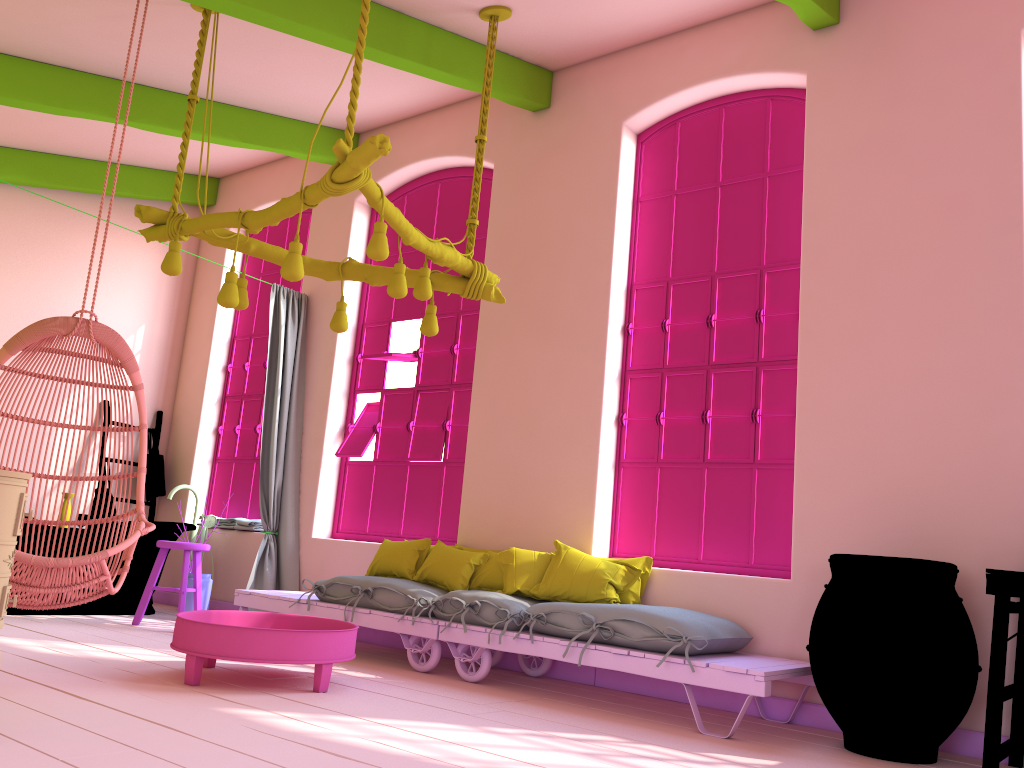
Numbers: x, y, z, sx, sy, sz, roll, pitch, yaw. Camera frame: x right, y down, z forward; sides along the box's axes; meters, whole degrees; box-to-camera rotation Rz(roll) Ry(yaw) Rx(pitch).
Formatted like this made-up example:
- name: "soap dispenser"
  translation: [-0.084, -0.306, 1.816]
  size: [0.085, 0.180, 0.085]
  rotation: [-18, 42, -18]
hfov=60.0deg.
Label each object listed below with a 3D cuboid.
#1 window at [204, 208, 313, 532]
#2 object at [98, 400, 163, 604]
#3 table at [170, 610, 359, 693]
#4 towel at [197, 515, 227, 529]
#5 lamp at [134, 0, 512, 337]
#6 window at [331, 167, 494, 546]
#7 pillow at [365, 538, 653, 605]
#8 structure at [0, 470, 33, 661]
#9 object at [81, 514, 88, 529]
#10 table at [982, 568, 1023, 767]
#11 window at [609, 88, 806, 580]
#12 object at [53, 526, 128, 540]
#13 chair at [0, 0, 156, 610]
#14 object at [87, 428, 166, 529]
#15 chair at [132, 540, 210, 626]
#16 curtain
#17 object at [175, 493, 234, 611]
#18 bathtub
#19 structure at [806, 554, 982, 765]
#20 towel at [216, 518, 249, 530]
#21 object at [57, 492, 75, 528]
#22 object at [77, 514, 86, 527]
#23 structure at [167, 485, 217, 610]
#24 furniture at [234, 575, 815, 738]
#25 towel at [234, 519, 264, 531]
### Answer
- name: "window"
  translation: [-2.233, -0.180, 8.094]
  size: [1.275, 3.041, 0.072]
  rotation: [-3, -13, 38]
- name: "object"
  translation: [-3.429, 1.051, 7.907]
  size: [0.410, 1.761, 0.604]
  rotation: [-3, -13, 38]
- name: "table"
  translation: [-1.218, 1.309, 4.376]
  size: [0.886, 0.285, 0.886]
  rotation: [10, -12, -25]
- name: "towel"
  translation: [-2.634, 1.227, 7.899]
  size: [0.247, 0.102, 0.263]
  rotation: [-4, -14, 38]
- name: "lamp"
  translation: [-1.038, -1.388, 4.727]
  size: [1.775, 2.260, 1.614]
  rotation: [1, -11, 20]
- name: "window"
  translation: [-0.723, -0.260, 6.928]
  size: [1.514, 3.003, 0.552]
  rotation: [-3, -13, 38]
- name: "pillow"
  translation: [-0.130, 1.133, 5.463]
  size: [1.998, 0.398, 0.579]
  rotation: [-3, -14, 37]
- name: "structure"
  translation: [-1.788, -0.307, 2.945]
  size: [0.578, 2.808, 0.403]
  rotation: [12, -12, -34]
- name: "object"
  translation: [-3.303, 1.086, 6.815]
  size: [0.069, 0.170, 0.069]
  rotation: [12, -12, -32]
- name: "table"
  translation: [2.876, 1.140, 3.016]
  size: [2.193, 0.819, 0.656]
  rotation: [-3, -13, 38]
- name: "window"
  translation: [1.219, -0.385, 5.432]
  size: [1.275, 3.041, 0.072]
  rotation: [-3, -13, 38]
- name: "object"
  translation: [-3.374, 1.133, 6.772]
  size: [1.324, 0.068, 0.360]
  rotation: [-3, -14, 38]
- name: "chair"
  translation: [-1.947, -0.550, 4.131]
  size: [0.861, 3.123, 0.807]
  rotation: [11, -12, -31]
- name: "object"
  translation: [-1.165, 0.734, 4.775]
  size: [7.867, 1.577, 2.832]
  rotation: [-4, -14, 38]
- name: "chair"
  translation: [-2.380, 1.409, 6.229]
  size: [0.446, 0.592, 0.474]
  rotation: [4, -11, 7]
- name: "curtain"
  translation: [-1.828, 0.547, 7.088]
  size: [0.519, 2.780, 0.525]
  rotation: [12, -12, -32]
- name: "object"
  translation: [-2.391, 1.310, 6.782]
  size: [0.451, 0.985, 0.278]
  rotation: [6, -10, -7]
- name: "bathtub"
  translation: [-3.373, 1.346, 6.759]
  size: [0.826, 0.738, 1.892]
  rotation: [-3, -14, 38]
- name: "structure"
  translation: [1.683, 1.202, 3.940]
  size: [0.718, 0.843, 0.719]
  rotation: [4, -11, 6]
- name: "towel"
  translation: [-2.423, 1.215, 7.735]
  size: [0.262, 0.102, 0.248]
  rotation: [-1, -12, 29]
- name: "object"
  translation: [-3.386, 0.985, 6.716]
  size: [0.097, 0.320, 0.097]
  rotation: [14, -13, -40]
- name: "object"
  translation: [-3.234, 1.058, 6.639]
  size: [0.069, 0.170, 0.069]
  rotation: [12, -12, -32]
- name: "structure"
  translation: [-2.739, 1.398, 7.547]
  size: [0.452, 1.059, 0.254]
  rotation: [7, -10, -8]
- name: "furniture"
  translation: [-0.199, 1.451, 5.219]
  size: [3.777, 0.506, 0.909]
  rotation: [-3, -14, 38]
- name: "towel"
  translation: [-2.211, 1.201, 7.570]
  size: [0.247, 0.102, 0.263]
  rotation: [-2, -13, 33]
